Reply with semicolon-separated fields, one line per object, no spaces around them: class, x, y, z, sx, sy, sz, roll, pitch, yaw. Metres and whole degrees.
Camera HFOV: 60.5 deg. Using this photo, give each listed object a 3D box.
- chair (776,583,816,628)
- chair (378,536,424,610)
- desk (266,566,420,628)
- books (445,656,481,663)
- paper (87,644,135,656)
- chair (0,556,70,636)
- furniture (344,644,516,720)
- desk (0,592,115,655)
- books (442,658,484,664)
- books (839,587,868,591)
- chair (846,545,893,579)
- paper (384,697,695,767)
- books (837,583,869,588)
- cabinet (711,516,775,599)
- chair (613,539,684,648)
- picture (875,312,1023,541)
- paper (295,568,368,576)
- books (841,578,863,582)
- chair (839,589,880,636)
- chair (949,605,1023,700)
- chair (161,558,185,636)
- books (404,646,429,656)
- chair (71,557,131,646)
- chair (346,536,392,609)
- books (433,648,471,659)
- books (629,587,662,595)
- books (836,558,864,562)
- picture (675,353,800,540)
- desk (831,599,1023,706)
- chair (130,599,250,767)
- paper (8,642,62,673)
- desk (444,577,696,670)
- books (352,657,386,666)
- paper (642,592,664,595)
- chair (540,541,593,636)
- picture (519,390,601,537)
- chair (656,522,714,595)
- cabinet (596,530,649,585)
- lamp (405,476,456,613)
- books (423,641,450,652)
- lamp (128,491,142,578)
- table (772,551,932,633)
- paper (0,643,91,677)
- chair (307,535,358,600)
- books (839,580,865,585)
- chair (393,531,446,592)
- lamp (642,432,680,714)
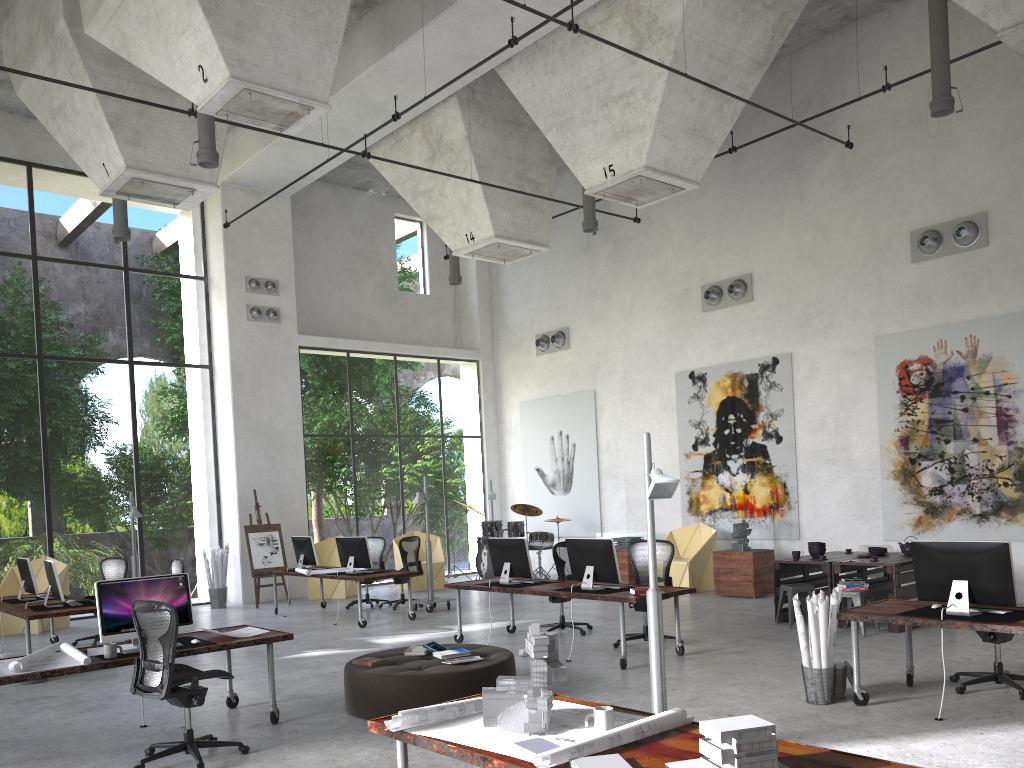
chair;3.538;2.729;10.853;0.419;0.489;0.439;-3;-3;-6
chair;-1.863;3.143;14.696;0.793;1.184;0.771;-3;-2;13
desk;-2.709;3.304;13.809;0.973;0.722;3.152;1;-8;-41
books;-0.421;2.340;7.467;0.301;0.040;0.221;-2;-7;-6
paper;-3.102;2.093;6.942;0.484;0.001;0.432;1;-8;-30
chair;-7.649;3.360;13.998;0.980;1.169;0.937;-3;-2;5
furniture;-0.716;2.612;7.759;1.506;0.427;1.520;2;-8;-39
desk;-5.939;3.123;11.103;0.962;0.722;3.153;1;-8;-40
books;-0.418;2.344;7.441;0.300;0.031;0.221;1;-8;-26
books;3.928;2.353;10.129;0.284;0.035;0.199;-4;-7;5
chair;5.021;2.679;12.274;0.697;0.818;0.772;-5;-4;34
paper;0.116;1.521;3.987;1.083;0.105;0.976;-10;-10;44
books;3.927;2.319;10.128;0.284;0.033;0.199;-2;-7;-10
cabinet;3.667;2.732;13.915;0.593;1.255;0.747;-2;-1;-41
chair;1.543;2.378;10.001;0.772;1.184;0.793;-3;-2;18
picture;6.204;0.678;12.254;0.020;3.018;2.230;-3;-1;-41
paper;-2.881;2.933;13.978;1.074;0.105;0.984;1;-8;-31
books;3.924;2.258;10.129;0.204;0.025;0.145;-4;-7;5
chair;3.935;2.616;10.116;0.422;0.489;0.436;-5;-4;44
chair;3.973;1.901;7.198;0.796;1.184;0.769;-4;-2;38
chair;-4.447;2.832;11.224;0.774;1.184;0.791;-4;-2;38
books;-0.855;2.419;7.968;0.197;0.035;0.286;-3;-7;5
chair;-5.682;3.024;12.249;0.771;1.184;0.793;-3;-2;13
chair;-2.461;3.216;15.036;0.770;1.184;0.795;-3;-2;-2
books;-0.529;2.373;7.727;0.284;0.033;0.199;1;-8;-28
books;1.348;2.090;8.889;0.285;0.052;0.204;-2;-7;-9
books;4.064;2.111;10.562;0.305;0.030;0.224;-5;-7;17
picture;3.802;1.152;15.049;0.020;3.018;2.368;-3;-1;-41
desk;3.917;1.994;6.083;0.962;0.722;3.153;1;-8;-40
chair;-2.372;2.105;6.308;0.772;1.184;0.792;-4;-2;23
paper;-3.830;1.999;6.182;0.891;0.103;1.945;-3;-7;-2
desk;0.545;2.657;9.986;0.973;0.722;3.152;1;-8;-41
books;-1.232;2.397;7.585;0.256;0.032;0.175;-9;-9;40
paper;1.381;2.119;8.920;0.290;0.001;0.212;0;-8;-24
chair;0.600;2.570;11.144;0.795;1.184;0.769;-4;-2;33
picture;1.005;1.789;18.972;0.020;3.018;2.350;-3;-1;-41
chair;2.966;2.952;14.957;0.932;1.168;0.985;-1;-3;-42
cabinet;2.081;3.193;15.986;0.742;1.013;0.739;-1;-3;-41
lamp;-1.341;2.553;14.062;0.594;2.152;0.581;-3;0;-41
books;-0.683;2.390;7.943;0.205;0.103;0.144;-7;-6;34
lamp;-6.122;2.817;14.248;0.577;2.152;0.598;-3;0;-41
table;4.407;2.563;11.032;1.504;0.794;1.612;2;-7;-41
paper;-3.632;2.001;6.313;1.075;0.105;0.983;3;-9;-41
chair;-3.423;3.512;16.865;0.980;1.169;0.937;-3;-2;8
books;3.921;2.287;10.131;0.254;0.032;0.176;-4;-7;10
chair;-1.826;3.515;17.518;0.977;1.168;0.939;-2;-3;-21
lamp;0.937;1.395;5.799;0.578;2.152;0.597;-3;0;-16
